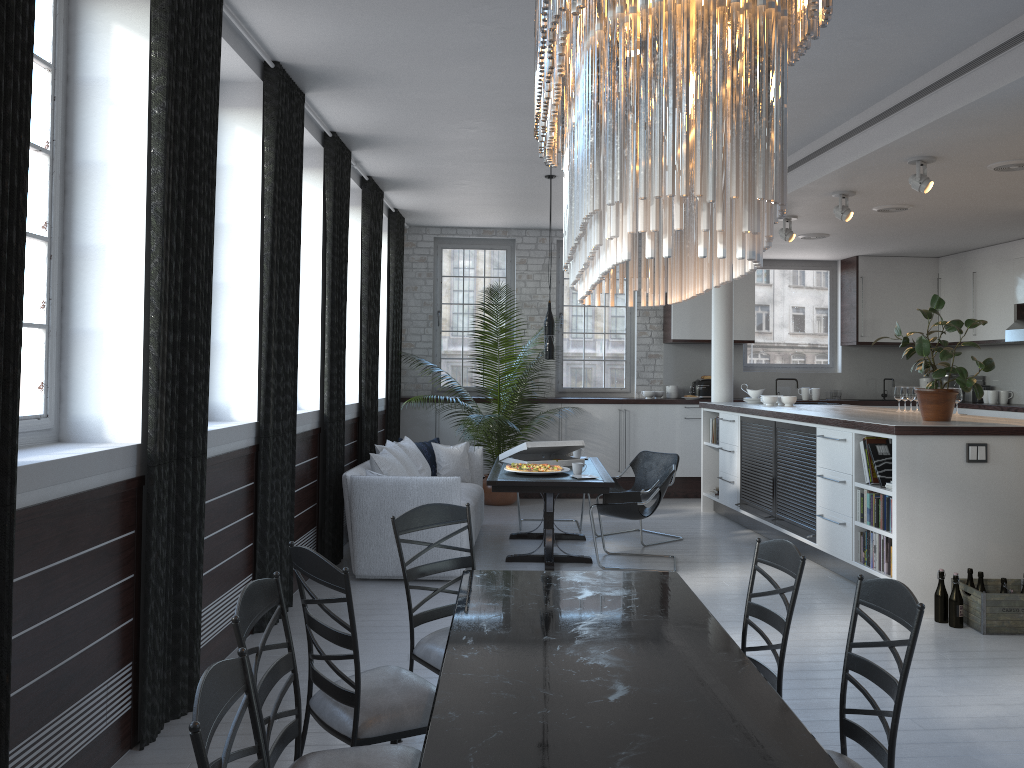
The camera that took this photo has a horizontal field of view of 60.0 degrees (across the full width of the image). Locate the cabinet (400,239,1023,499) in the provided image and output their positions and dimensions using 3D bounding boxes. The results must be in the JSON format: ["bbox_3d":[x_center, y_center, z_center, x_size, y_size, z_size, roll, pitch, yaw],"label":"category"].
[{"bbox_3d":[2.435,-0.066,7.867,7.228,3.003,7.298,1,1,-5],"label":"cabinet"}]

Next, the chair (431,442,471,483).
[{"bbox_3d":[-0.573,0.777,8.603,0.457,0.438,0.219,1,-1,-35],"label":"chair"}]

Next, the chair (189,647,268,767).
[{"bbox_3d":[-0.332,1.018,1.677,0.503,0.956,0.490,1,-1,-6],"label":"chair"}]

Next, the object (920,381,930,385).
[{"bbox_3d":[5.303,-0.009,11.349,0.153,0.067,0.153,1,1,41],"label":"object"}]

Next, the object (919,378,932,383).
[{"bbox_3d":[5.302,-0.041,11.353,0.153,0.070,0.153,1,1,42],"label":"object"}]

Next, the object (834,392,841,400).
[{"bbox_3d":[4.074,0.155,11.089,0.094,0.098,0.094,1,0,12],"label":"object"}]

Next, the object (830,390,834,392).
[{"bbox_3d":[4.066,0.124,11.193,0.094,0.098,0.094,1,0,-22],"label":"object"}]

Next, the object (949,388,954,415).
[{"bbox_3d":[3.612,0.142,7.314,0.082,0.223,0.082,2,-2,-40],"label":"object"}]

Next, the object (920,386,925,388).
[{"bbox_3d":[5.307,0.056,11.351,0.153,0.060,0.153,1,1,-4],"label":"object"}]

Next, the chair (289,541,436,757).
[{"bbox_3d":[-0.470,1.003,2.969,0.503,0.965,0.496,1,-1,-38],"label":"chair"}]

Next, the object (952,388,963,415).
[{"bbox_3d":[3.622,0.144,7.214,0.082,0.223,0.082,0,-1,9],"label":"object"}]

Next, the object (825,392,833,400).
[{"bbox_3d":[3.969,0.154,11.084,0.094,0.098,0.094,1,0,-22],"label":"object"}]

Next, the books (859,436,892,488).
[{"bbox_3d":[2.544,0.529,6.074,0.186,0.328,0.323,1,0,-5],"label":"books"}]

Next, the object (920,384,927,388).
[{"bbox_3d":[5.304,0.021,11.350,0.153,0.076,0.154,1,0,16],"label":"object"}]

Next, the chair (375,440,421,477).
[{"bbox_3d":[-0.939,0.749,7.579,0.392,0.506,0.597,1,0,2],"label":"chair"}]

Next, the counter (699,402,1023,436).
[{"bbox_3d":[2.967,0.268,7.773,1.446,0.061,4.200,1,1,-5],"label":"counter"}]

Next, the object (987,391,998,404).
[{"bbox_3d":[5.609,0.153,10.348,0.109,0.152,0.138,0,0,10],"label":"object"}]

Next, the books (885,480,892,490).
[{"bbox_3d":[2.610,0.669,5.814,0.272,0.054,0.204,0,1,-9],"label":"books"}]

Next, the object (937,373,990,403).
[{"bbox_3d":[5.623,0.031,11.010,0.243,0.374,0.874,1,0,-9],"label":"object"}]

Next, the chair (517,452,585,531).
[{"bbox_3d":[0.371,1.011,8.697,0.671,0.778,0.664,1,0,0],"label":"chair"}]

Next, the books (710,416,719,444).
[{"bbox_3d":[2.293,0.480,9.462,0.253,0.323,0.509,1,0,-5],"label":"books"}]

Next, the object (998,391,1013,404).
[{"bbox_3d":[5.747,0.155,10.338,0.138,0.152,0.109,1,-1,3],"label":"object"}]

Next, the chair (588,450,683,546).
[{"bbox_3d":[1.149,1.028,8.116,0.664,0.778,0.671,1,-1,-40],"label":"chair"}]

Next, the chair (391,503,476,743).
[{"bbox_3d":[-0.175,0.996,3.598,0.496,0.965,0.503,1,-1,-42],"label":"chair"}]

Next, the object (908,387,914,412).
[{"bbox_3d":[3.482,0.135,7.734,0.082,0.223,0.082,1,-1,-15],"label":"object"}]

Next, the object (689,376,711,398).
[{"bbox_3d":[2.420,0.040,11.045,0.414,0.291,0.278,1,0,-5],"label":"object"}]

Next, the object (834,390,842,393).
[{"bbox_3d":[4.075,0.125,11.090,0.094,0.098,0.094,1,0,12],"label":"object"}]

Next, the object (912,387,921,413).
[{"bbox_3d":[3.492,0.136,7.642,0.082,0.223,0.082,1,-1,-11],"label":"object"}]

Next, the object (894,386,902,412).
[{"bbox_3d":[3.391,0.134,7.763,0.082,0.223,0.082,0,-1,32],"label":"object"}]

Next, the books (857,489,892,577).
[{"bbox_3d":[2.682,0.854,5.971,0.492,0.798,0.540,1,-1,-5],"label":"books"}]

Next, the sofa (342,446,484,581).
[{"bbox_3d":[-0.762,1.018,7.561,0.920,0.771,2.656,1,1,2],"label":"sofa"}]

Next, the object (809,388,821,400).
[{"bbox_3d":[3.729,0.126,10.891,0.138,0.152,0.109,1,-1,-44],"label":"object"}]

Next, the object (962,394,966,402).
[{"bbox_3d":[5.496,0.174,10.829,0.094,0.098,0.094,1,0,12],"label":"object"}]

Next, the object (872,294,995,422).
[{"bbox_3d":[2.964,-0.186,6.239,0.436,0.891,0.775,1,-1,-37],"label":"object"}]

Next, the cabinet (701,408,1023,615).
[{"bbox_3d":[2.962,0.856,7.748,1.500,1.171,4.169,1,1,-5],"label":"cabinet"}]

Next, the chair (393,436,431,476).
[{"bbox_3d":[-0.920,0.721,8.064,0.375,0.465,0.565,1,0,2],"label":"chair"}]

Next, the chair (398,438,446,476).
[{"bbox_3d":[-0.896,0.750,8.513,0.333,0.499,0.624,0,0,35],"label":"chair"}]

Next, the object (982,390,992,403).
[{"bbox_3d":[5.597,0.151,10.456,0.138,0.152,0.109,0,-1,17],"label":"object"}]

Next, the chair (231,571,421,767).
[{"bbox_3d":[-0.454,1.012,2.354,0.503,0.965,0.496,1,-1,-1],"label":"chair"}]

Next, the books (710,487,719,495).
[{"bbox_3d":[2.321,1.032,9.468,0.293,0.324,0.472,1,0,-7],"label":"books"}]

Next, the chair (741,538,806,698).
[{"bbox_3d":[0.691,1.015,2.960,0.503,0.965,0.496,1,-1,-5],"label":"chair"}]

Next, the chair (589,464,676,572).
[{"bbox_3d":[0.977,1.041,7.084,0.665,0.778,0.670,1,0,10],"label":"chair"}]

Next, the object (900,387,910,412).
[{"bbox_3d":[3.398,0.135,7.660,0.082,0.223,0.082,1,-1,-14],"label":"object"}]

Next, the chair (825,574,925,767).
[{"bbox_3d":[0.816,1.024,2.407,0.503,0.965,0.496,1,-1,0],"label":"chair"}]

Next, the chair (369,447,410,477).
[{"bbox_3d":[-0.948,0.750,7.105,0.360,0.437,0.529,1,0,3],"label":"chair"}]

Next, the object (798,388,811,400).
[{"bbox_3d":[3.623,0.123,10.964,0.138,0.152,0.109,1,-1,-10],"label":"object"}]

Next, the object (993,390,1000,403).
[{"bbox_3d":[5.725,0.152,10.470,0.109,0.152,0.138,1,-1,-33],"label":"object"}]

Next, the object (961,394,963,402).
[{"bbox_3d":[5.400,0.174,10.723,0.094,0.098,0.094,1,0,12],"label":"object"}]

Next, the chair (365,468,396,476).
[{"bbox_3d":[-0.912,0.839,6.562,0.234,0.395,0.468,1,0,-37],"label":"chair"}]
